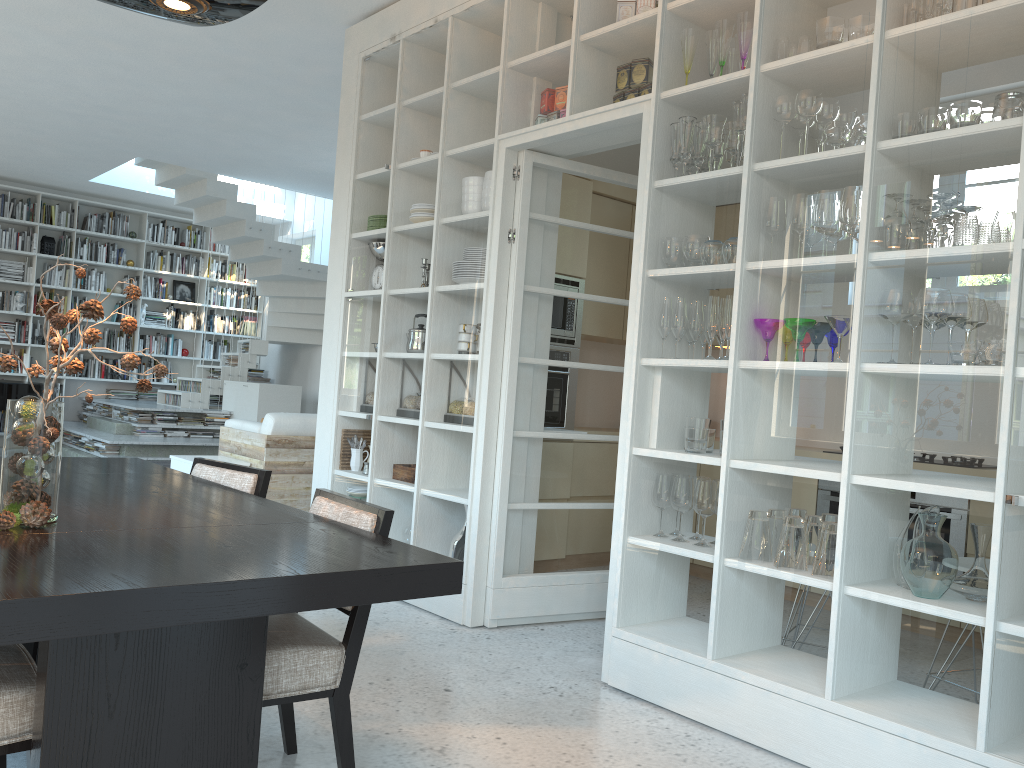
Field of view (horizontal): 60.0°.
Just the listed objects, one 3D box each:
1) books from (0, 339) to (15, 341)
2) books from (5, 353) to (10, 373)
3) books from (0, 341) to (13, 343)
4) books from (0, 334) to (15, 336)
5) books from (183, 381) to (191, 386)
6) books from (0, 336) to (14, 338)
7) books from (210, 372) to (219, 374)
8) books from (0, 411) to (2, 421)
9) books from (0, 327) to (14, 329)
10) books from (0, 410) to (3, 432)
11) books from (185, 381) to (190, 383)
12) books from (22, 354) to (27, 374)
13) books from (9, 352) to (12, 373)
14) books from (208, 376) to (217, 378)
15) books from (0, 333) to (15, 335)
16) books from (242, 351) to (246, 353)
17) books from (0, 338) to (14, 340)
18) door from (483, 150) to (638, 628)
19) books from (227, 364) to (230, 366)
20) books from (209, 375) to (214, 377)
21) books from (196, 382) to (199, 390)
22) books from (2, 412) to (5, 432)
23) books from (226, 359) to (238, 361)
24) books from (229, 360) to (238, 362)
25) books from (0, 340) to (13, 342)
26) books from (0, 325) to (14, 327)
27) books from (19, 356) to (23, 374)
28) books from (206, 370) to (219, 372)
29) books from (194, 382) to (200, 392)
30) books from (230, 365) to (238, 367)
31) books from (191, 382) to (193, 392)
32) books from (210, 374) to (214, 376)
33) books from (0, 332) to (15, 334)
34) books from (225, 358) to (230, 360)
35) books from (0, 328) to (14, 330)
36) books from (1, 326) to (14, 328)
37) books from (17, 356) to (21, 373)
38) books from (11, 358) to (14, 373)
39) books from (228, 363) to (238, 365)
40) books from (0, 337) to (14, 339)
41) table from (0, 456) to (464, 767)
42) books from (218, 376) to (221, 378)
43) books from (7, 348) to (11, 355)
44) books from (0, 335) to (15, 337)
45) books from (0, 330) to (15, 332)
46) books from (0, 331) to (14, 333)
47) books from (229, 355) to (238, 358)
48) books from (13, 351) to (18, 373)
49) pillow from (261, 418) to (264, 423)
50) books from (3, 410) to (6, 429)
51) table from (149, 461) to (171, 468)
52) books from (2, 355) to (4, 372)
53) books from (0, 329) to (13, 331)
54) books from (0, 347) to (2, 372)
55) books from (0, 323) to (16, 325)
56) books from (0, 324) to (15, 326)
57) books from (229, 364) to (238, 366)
[{"bbox_3d":[-6.189,-0.542,10.715,0.159,0.012,0.285,4,-1,45],"label":"books"},{"bbox_3d":[-6.137,-0.257,10.769,0.023,0.234,0.174,4,0,-40],"label":"books"},{"bbox_3d":[-6.192,-0.518,10.718,0.254,0.012,0.161,5,-1,-44],"label":"books"},{"bbox_3d":[-6.190,-0.601,10.723,0.285,0.012,0.159,5,-1,-39],"label":"books"},{"bbox_3d":[-4.068,0.029,11.147,0.125,0.125,0.007,4,0,-40],"label":"books"},{"bbox_3d":[-6.186,-0.578,10.716,0.161,0.012,0.254,4,-1,45],"label":"books"},{"bbox_3d":[-3.792,-0.139,11.462,0.181,0.022,0.140,4,-1,43],"label":"books"},{"bbox_3d":[-6.221,0.453,10.725,0.044,0.251,0.186,4,0,-40],"label":"books"},{"bbox_3d":[-6.180,-0.685,10.717,0.254,0.012,0.161,5,-1,-44],"label":"books"},{"bbox_3d":[-6.199,0.422,10.747,0.013,0.317,0.186,4,0,-40],"label":"books"},{"bbox_3d":[-4.029,0.032,11.100,0.125,0.125,0.007,4,0,-40],"label":"books"},{"bbox_3d":[-5.994,-0.251,10.880,0.033,0.246,0.176,4,0,-40],"label":"books"},{"bbox_3d":[-6.124,-0.267,10.805,0.014,0.256,0.145,4,0,-40],"label":"books"},{"bbox_3d":[-3.804,-0.087,11.455,0.216,0.009,0.158,4,-1,43],"label":"books"},{"bbox_3d":[-6.188,-0.613,10.721,0.285,0.012,0.159,5,-1,-38],"label":"books"},{"bbox_3d":[-3.453,-0.414,11.668,0.149,0.014,0.228,5,-1,-28],"label":"books"},{"bbox_3d":[-6.194,-0.554,10.723,0.285,0.012,0.159,5,-1,-41],"label":"books"},{"bbox_3d":[0.323,0.051,4.347,0.839,2.228,0.067,4,0,-30],"label":"door"},{"bbox_3d":[-3.531,-0.235,11.336,0.184,0.016,0.128,5,-1,-33],"label":"books"},{"bbox_3d":[-3.806,-0.098,11.453,0.159,0.012,0.225,5,-1,-32],"label":"books"},{"bbox_3d":[-3.783,0.047,10.809,0.125,0.125,0.010,4,0,-40],"label":"books"},{"bbox_3d":[-6.202,0.461,10.778,0.028,0.239,0.140,4,0,-40],"label":"books"},{"bbox_3d":[-3.405,-0.293,11.070,0.295,0.007,0.146,4,-1,-10],"label":"books"},{"bbox_3d":[-3.408,-0.283,11.086,0.231,0.011,0.171,4,-1,-4],"label":"books"},{"bbox_3d":[-6.194,-0.530,10.721,0.254,0.012,0.161,5,-1,-38],"label":"books"},{"bbox_3d":[-6.178,-0.710,10.717,0.254,0.012,0.161,5,-1,-44],"label":"books"},{"bbox_3d":[-6.024,-0.239,10.862,0.011,0.216,0.166,4,0,-40],"label":"books"},{"bbox_3d":[-3.809,-0.164,11.446,0.198,0.006,0.188,5,-1,-44],"label":"books"},{"bbox_3d":[-3.823,0.044,10.857,0.125,0.125,0.008,4,0,-40],"label":"books"},{"bbox_3d":[-3.413,-0.220,11.092,0.206,0.012,0.183,4,-1,-13],"label":"books"},{"bbox_3d":[-3.880,0.041,10.924,0.125,0.125,0.016,4,0,-40],"label":"books"},{"bbox_3d":[-3.794,-0.111,11.462,0.166,0.015,0.145,4,-1,44],"label":"books"},{"bbox_3d":[-6.182,-0.625,10.715,0.285,0.012,0.159,5,-1,-35],"label":"books"},{"bbox_3d":[-3.619,-0.319,11.572,0.149,0.017,0.239,5,-1,-42],"label":"books"},{"bbox_3d":[-6.182,-0.673,10.719,0.254,0.012,0.161,5,-1,-43],"label":"books"},{"bbox_3d":[-6.180,-0.698,10.719,0.254,0.012,0.161,5,-1,-43],"label":"books"},{"bbox_3d":[-6.043,-0.238,10.844,0.042,0.212,0.169,4,0,-40],"label":"books"},{"bbox_3d":[-6.097,-0.228,10.799,0.023,0.183,0.169,4,0,-40],"label":"books"},{"bbox_3d":[-3.412,-0.242,11.097,0.254,0.007,0.189,4,-1,-13],"label":"books"},{"bbox_3d":[-6.187,-0.566,10.715,0.285,0.012,0.159,5,-1,-35],"label":"books"},{"bbox_3d":[-1.253,0.675,2.415,1.087,0.736,2.198,5,-1,-40],"label":"table"},{"bbox_3d":[-3.555,-0.083,11.014,0.172,0.019,0.240,4,-1,-15],"label":"books"},{"bbox_3d":[-6.128,-0.286,10.790,0.014,0.294,0.137,4,0,-40],"label":"books"},{"bbox_3d":[-6.193,-0.590,10.725,0.285,0.012,0.159,5,-1,-40],"label":"books"},{"bbox_3d":[-6.180,-0.649,10.716,0.285,0.012,0.159,5,-1,-35],"label":"books"},{"bbox_3d":[-6.182,-0.637,10.716,0.161,0.012,0.254,4,-1,45],"label":"books"},{"bbox_3d":[-3.403,-0.337,11.081,0.234,0.025,0.157,4,-1,-3],"label":"books"},{"bbox_3d":[-6.074,-0.271,10.830,0.026,0.272,0.175,4,0,-40],"label":"books"},{"bbox_3d":[-1.743,0.420,6.509,0.462,0.339,0.200,4,0,44],"label":"pillow"},{"bbox_3d":[-6.177,0.453,10.780,0.011,0.258,0.171,4,0,-40],"label":"books"},{"bbox_3d":[-2.704,0.891,8.419,1.270,0.218,1.257,5,-1,-40],"label":"table"},{"bbox_3d":[-6.185,-0.247,10.731,0.024,0.207,0.183,4,0,-40],"label":"books"},{"bbox_3d":[-6.183,-0.661,10.719,0.254,0.012,0.161,5,-1,-37],"label":"books"},{"bbox_3d":[-6.197,-0.293,10.721,0.012,0.296,0.177,4,0,-40],"label":"books"},{"bbox_3d":[-6.174,-0.734,10.715,0.159,0.012,0.285,4,-1,45],"label":"books"},{"bbox_3d":[-6.180,-0.722,10.721,0.285,0.012,0.159,5,-1,-38],"label":"books"},{"bbox_3d":[-3.412,-0.233,11.087,0.215,0.013,0.189,4,-1,-8],"label":"books"}]
